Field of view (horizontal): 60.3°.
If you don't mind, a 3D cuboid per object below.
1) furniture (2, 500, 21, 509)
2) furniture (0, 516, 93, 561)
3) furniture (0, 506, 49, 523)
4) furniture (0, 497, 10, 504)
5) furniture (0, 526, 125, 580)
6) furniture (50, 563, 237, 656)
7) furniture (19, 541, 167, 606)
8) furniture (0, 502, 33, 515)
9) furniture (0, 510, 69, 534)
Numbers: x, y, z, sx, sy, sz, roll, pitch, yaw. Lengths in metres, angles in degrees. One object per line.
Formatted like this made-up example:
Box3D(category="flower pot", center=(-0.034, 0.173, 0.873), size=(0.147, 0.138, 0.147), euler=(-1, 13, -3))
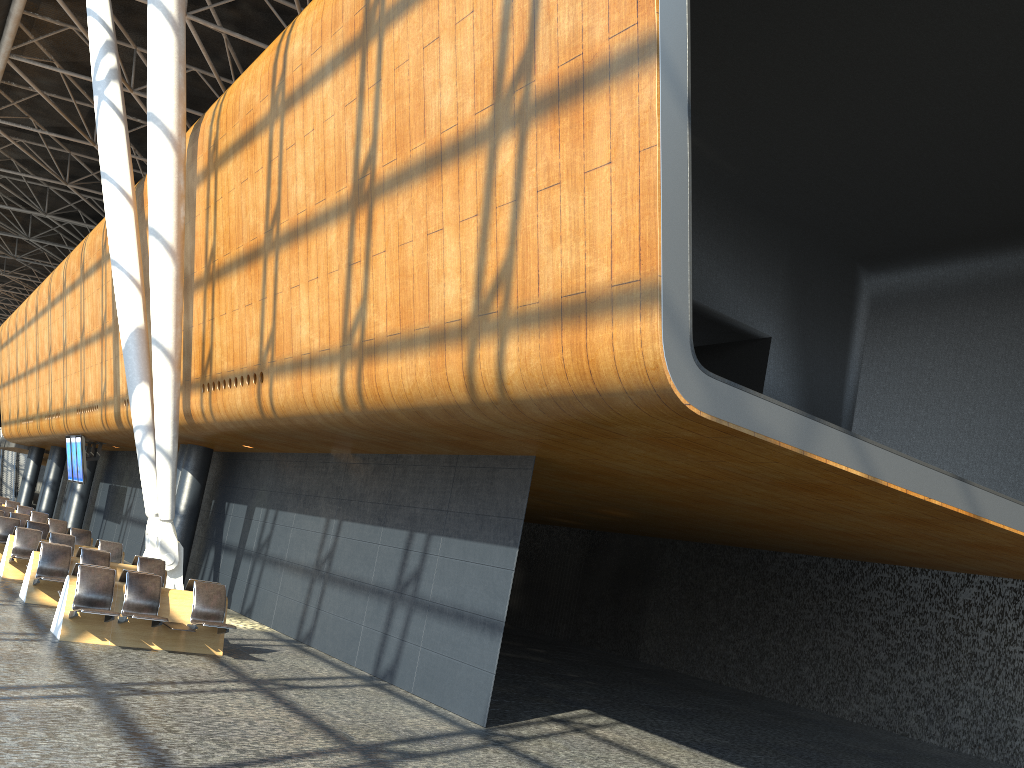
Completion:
Box3D(category="furniture", center=(-16.708, 4.023, 28.003), size=(1.924, 0.859, 1.660), euler=(18, -12, -34))
Box3D(category="furniture", center=(-9.748, 3.314, 18.235), size=(1.924, 0.859, 1.660), euler=(18, -12, -34))
Box3D(category="furniture", center=(-13.228, 3.668, 23.119), size=(1.924, 0.859, 1.660), euler=(18, -12, -34))
Box3D(category="furniture", center=(-18.449, 4.200, 30.445), size=(1.924, 0.859, 1.660), euler=(18, -12, -34))
Box3D(category="furniture", center=(-8.007, 3.137, 15.792), size=(1.924, 0.859, 1.660), euler=(18, -12, -34))
Box3D(category="furniture", center=(-4.527, 2.782, 10.908), size=(1.924, 0.859, 1.660), euler=(18, -12, -34))
Box3D(category="furniture", center=(-6.267, 2.959, 13.350), size=(1.924, 0.859, 1.660), euler=(18, -12, -34))
Box3D(category="furniture", center=(-14.968, 3.845, 25.561), size=(1.924, 0.859, 1.660), euler=(18, -12, -34))
Box3D(category="furniture", center=(-11.488, 3.491, 20.677), size=(1.924, 0.859, 1.660), euler=(18, -12, -34))
